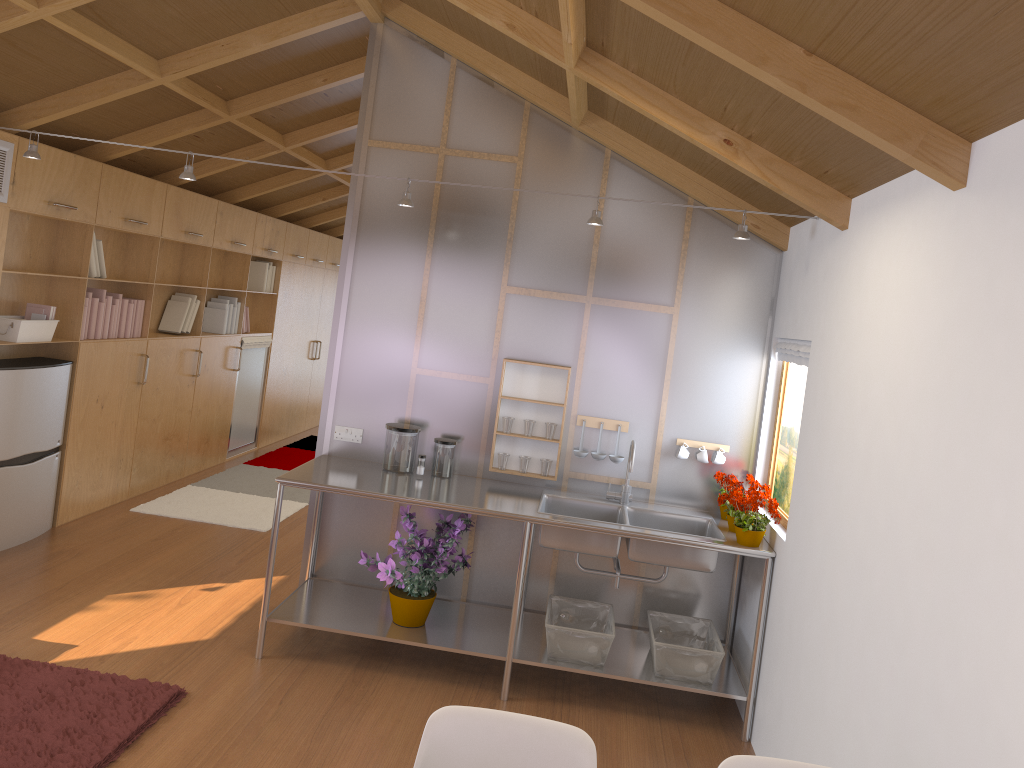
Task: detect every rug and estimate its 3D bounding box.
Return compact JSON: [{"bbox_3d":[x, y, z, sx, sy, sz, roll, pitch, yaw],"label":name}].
[{"bbox_3d":[-2.299,1.147,2.239,1.886,0.020,2.485,8,5,5],"label":"rug"},{"bbox_3d":[-1.870,0.755,7.571,0.917,0.011,3.728,8,5,5],"label":"rug"}]

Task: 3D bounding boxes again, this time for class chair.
[{"bbox_3d":[-0.062,1.091,1.663,0.532,0.785,0.547,8,2,5],"label":"chair"},{"bbox_3d":[0.526,1.172,1.609,0.532,0.785,0.547,8,2,5],"label":"chair"}]

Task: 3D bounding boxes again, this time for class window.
[{"bbox_3d":[1.221,0.208,3.817,0.026,0.794,0.725,7,2,5],"label":"window"}]

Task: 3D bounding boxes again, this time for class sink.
[{"bbox_3d":[0.523,0.583,3.979,0.811,0.640,0.564,8,2,5],"label":"sink"}]

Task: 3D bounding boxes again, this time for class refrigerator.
[{"bbox_3d":[-2.753,0.371,4.855,0.262,0.986,0.714,7,2,5],"label":"refrigerator"}]

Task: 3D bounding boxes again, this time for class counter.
[{"bbox_3d":[0.058,0.528,3.995,2.111,0.021,0.651,8,5,5],"label":"counter"}]

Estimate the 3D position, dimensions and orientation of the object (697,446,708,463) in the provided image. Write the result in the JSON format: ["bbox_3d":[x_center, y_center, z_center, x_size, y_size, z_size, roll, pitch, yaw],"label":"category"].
[{"bbox_3d":[0.910,0.335,4.208,0.059,0.081,0.062,8,2,12],"label":"object"}]

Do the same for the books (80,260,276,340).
[{"bbox_3d":[-2.473,-0.712,6.809,0.189,0.656,3.115,7,5,5],"label":"books"}]

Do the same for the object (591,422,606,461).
[{"bbox_3d":[0.424,0.277,4.237,0.075,0.183,0.074,8,1,37],"label":"object"}]

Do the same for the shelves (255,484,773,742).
[{"bbox_3d":[0.007,0.919,3.998,2.094,0.752,0.633,8,2,5],"label":"shelves"}]

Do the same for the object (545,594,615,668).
[{"bbox_3d":[0.293,1.092,3.901,0.299,0.158,0.415,8,4,5],"label":"object"}]

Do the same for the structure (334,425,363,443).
[{"bbox_3d":[-0.813,0.251,4.394,0.142,0.071,0.011,8,0,5],"label":"structure"}]

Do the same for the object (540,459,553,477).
[{"bbox_3d":[0.161,0.404,4.261,0.061,0.077,0.061,7,2,-21],"label":"object"}]

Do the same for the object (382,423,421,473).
[{"bbox_3d":[-0.535,0.309,4.253,0.172,0.215,0.172,8,2,18],"label":"object"}]

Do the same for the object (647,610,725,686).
[{"bbox_3d":[0.742,1.154,3.860,0.299,0.158,0.415,8,4,5],"label":"object"}]

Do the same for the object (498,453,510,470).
[{"bbox_3d":[-0.044,0.376,4.280,0.061,0.077,0.061,8,2,17],"label":"object"}]

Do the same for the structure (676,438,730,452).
[{"bbox_3d":[0.914,0.295,4.219,0.251,0.032,0.041,8,3,5],"label":"structure"}]

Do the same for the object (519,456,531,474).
[{"bbox_3d":[0.059,0.390,4.271,0.061,0.077,0.061,7,2,-21],"label":"object"}]

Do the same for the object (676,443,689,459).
[{"bbox_3d":[0.817,0.321,4.222,0.059,0.080,0.062,8,2,5],"label":"object"}]

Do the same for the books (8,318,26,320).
[{"bbox_3d":[-2.680,-0.348,4.796,0.082,0.007,0.106,4,6,-35],"label":"books"}]

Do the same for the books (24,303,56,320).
[{"bbox_3d":[-2.667,-0.352,4.965,0.150,0.192,0.088,8,1,5],"label":"books"}]

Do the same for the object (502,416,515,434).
[{"bbox_3d":[-0.021,0.200,4.279,0.061,0.077,0.061,8,2,17],"label":"object"}]

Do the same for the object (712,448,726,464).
[{"bbox_3d":[0.988,0.344,4.207,0.059,0.080,0.062,8,2,5],"label":"object"}]

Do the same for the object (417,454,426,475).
[{"bbox_3d":[-0.428,0.381,4.166,0.037,0.092,0.037,8,1,20],"label":"object"}]

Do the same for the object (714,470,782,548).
[{"bbox_3d":[1.014,0.539,3.891,0.233,0.234,0.689,8,4,5],"label":"object"}]

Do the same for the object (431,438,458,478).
[{"bbox_3d":[-0.329,0.356,4.254,0.113,0.177,0.113,8,2,26],"label":"object"}]

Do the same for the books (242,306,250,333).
[{"bbox_3d":[-2.414,-0.604,7.778,0.176,0.296,0.280,8,2,5],"label":"books"}]

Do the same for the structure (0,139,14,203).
[{"bbox_3d":[-2.549,-1.019,3.966,0.013,0.300,0.904,7,4,5],"label":"structure"}]

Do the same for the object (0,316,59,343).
[{"bbox_3d":[-2.681,-0.301,4.841,0.203,0.122,0.350,8,4,5],"label":"object"}]

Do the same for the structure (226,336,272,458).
[{"bbox_3d":[-2.501,0.078,8.005,0.316,1.078,0.726,7,2,5],"label":"structure"}]

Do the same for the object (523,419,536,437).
[{"bbox_3d":[0.082,0.214,4.270,0.061,0.077,0.061,7,2,-21],"label":"object"}]

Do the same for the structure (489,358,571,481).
[{"bbox_3d":[0.088,0.169,4.277,0.328,0.545,0.076,8,0,5],"label":"structure"}]

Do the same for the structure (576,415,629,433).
[{"bbox_3d":[0.439,0.193,4.275,0.251,0.051,0.016,8,1,5],"label":"structure"}]

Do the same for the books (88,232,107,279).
[{"bbox_3d":[-2.586,-0.798,5.360,0.176,0.296,0.280,8,2,5],"label":"books"}]

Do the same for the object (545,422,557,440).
[{"bbox_3d":[0.184,0.228,4.260,0.061,0.077,0.061,7,2,-21],"label":"object"}]

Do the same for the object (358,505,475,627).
[{"bbox_3d":[-0.428,0.795,3.925,0.524,0.552,0.352,7,2,-4],"label":"object"}]

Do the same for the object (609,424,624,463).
[{"bbox_3d":[0.508,0.289,4.229,0.075,0.183,0.074,8,1,37],"label":"object"}]

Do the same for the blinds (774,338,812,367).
[{"bbox_3d":[1.224,-0.139,3.819,0.047,0.111,0.726,7,5,5],"label":"blinds"}]

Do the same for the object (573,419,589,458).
[{"bbox_3d":[0.339,0.266,4.245,0.075,0.183,0.074,8,1,37],"label":"object"}]

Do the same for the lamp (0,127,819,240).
[{"bbox_3d":[-0.643,-0.858,3.761,3.831,0.153,0.072,8,1,5],"label":"lamp"}]
